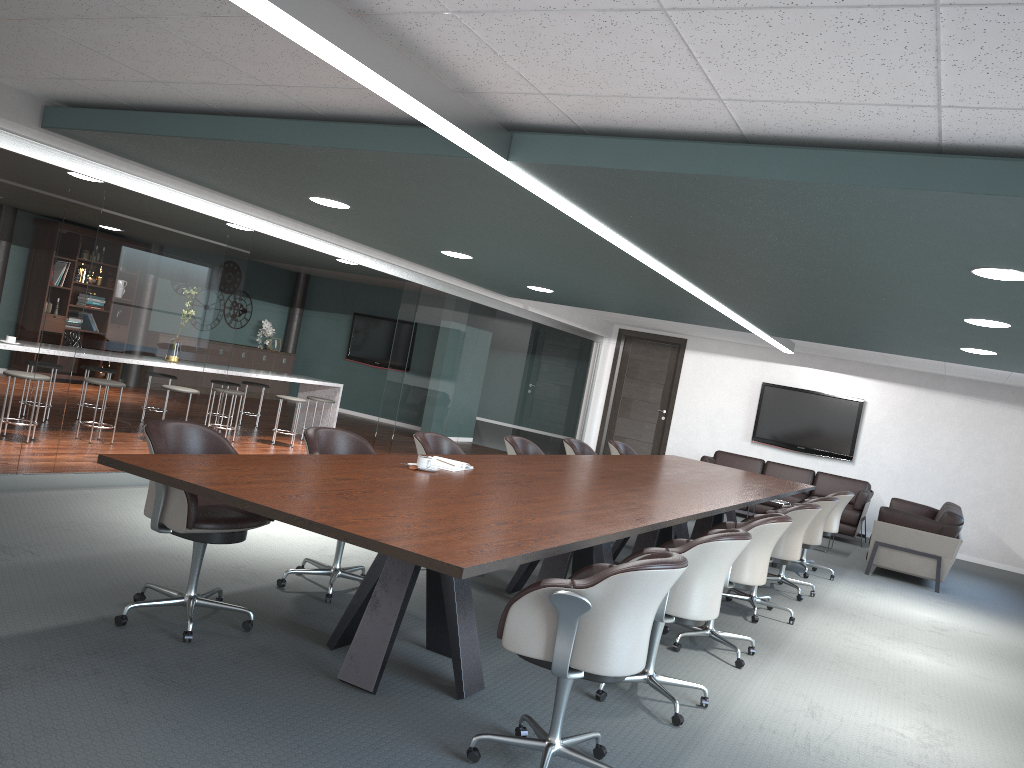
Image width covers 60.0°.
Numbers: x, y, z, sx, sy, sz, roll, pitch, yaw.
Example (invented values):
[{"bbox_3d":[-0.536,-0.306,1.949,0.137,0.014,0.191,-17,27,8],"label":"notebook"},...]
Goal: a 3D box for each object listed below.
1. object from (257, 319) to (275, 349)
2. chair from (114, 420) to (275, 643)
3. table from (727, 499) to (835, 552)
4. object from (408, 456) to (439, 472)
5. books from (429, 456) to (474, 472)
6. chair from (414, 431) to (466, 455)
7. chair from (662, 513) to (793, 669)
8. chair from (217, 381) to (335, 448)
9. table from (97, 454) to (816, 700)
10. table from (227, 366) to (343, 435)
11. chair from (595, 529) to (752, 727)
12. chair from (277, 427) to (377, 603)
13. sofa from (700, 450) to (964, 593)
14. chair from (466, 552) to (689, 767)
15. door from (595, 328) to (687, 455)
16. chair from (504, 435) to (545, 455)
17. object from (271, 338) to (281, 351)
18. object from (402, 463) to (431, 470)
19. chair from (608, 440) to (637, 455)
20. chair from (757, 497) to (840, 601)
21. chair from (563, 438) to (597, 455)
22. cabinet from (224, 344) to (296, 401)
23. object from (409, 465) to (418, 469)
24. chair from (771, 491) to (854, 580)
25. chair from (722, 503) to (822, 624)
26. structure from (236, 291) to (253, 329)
[{"bbox_3d":[-4.103,-0.830,14.830,0.221,0.495,0.600,11,1,0],"label":"object"},{"bbox_3d":[-1.259,0.560,3.532,0.518,0.761,0.535,11,1,32],"label":"chair"},{"bbox_3d":[2.754,1.454,9.690,1.477,0.359,0.926,11,1,26],"label":"table"},{"bbox_3d":[-0.398,0.359,4.016,0.146,0.056,0.146,10,1,-39],"label":"object"},{"bbox_3d":[-0.312,0.383,4.302,0.180,0.032,0.285,11,1,17],"label":"books"},{"bbox_3d":[-0.397,0.702,5.288,0.518,0.761,0.535,11,1,32],"label":"chair"},{"bbox_3d":[1.107,0.999,4.582,0.523,0.761,0.533,11,1,2],"label":"chair"},{"bbox_3d":[-3.388,0.214,8.635,1.479,0.512,4.029,11,1,26],"label":"chair"},{"bbox_3d":[0.679,0.933,5.545,1.374,0.706,6.694,11,1,26],"label":"table"},{"bbox_3d":[-3.332,0.129,8.580,0.609,0.699,4.577,11,1,26],"label":"table"},{"bbox_3d":[0.650,0.924,3.649,0.523,0.761,0.533,11,1,8],"label":"chair"},{"bbox_3d":[-0.842,0.629,4.381,0.535,0.761,0.518,10,1,-43],"label":"chair"},{"bbox_3d":[3.702,1.445,9.939,1.976,0.728,4.057,11,1,-21],"label":"sofa"},{"bbox_3d":[0.219,0.854,2.752,0.518,0.761,0.535,11,1,32],"label":"chair"},{"bbox_3d":[1.855,0.324,12.845,1.038,2.130,0.139,11,1,26],"label":"door"},{"bbox_3d":[0.130,0.789,6.364,0.518,0.761,0.535,11,1,32],"label":"chair"},{"bbox_3d":[-3.984,-0.665,14.959,0.174,0.207,0.042,10,1,-44],"label":"object"},{"bbox_3d":[-0.433,0.371,3.971,0.155,0.012,0.034,11,1,4],"label":"object"},{"bbox_3d":[1.090,0.947,8.321,0.518,0.761,0.535,11,1,32],"label":"chair"},{"bbox_3d":[2.081,1.160,6.565,0.523,0.761,0.533,11,1,12],"label":"chair"},{"bbox_3d":[0.609,0.868,7.321,0.523,0.761,0.533,11,1,8],"label":"chair"},{"bbox_3d":[-6.673,-0.589,9.888,0.402,0.820,12.287,11,1,26],"label":"cabinet"},{"bbox_3d":[-0.438,0.370,3.942,0.044,0.021,0.041,11,1,19],"label":"object"},{"bbox_3d":[2.575,1.241,7.555,0.518,0.761,0.535,11,1,32],"label":"chair"},{"bbox_3d":[1.620,1.084,5.607,0.518,0.761,0.535,11,1,32],"label":"chair"},{"bbox_3d":[-4.679,-1.399,13.940,0.017,1.178,1.791,11,1,26],"label":"structure"}]
